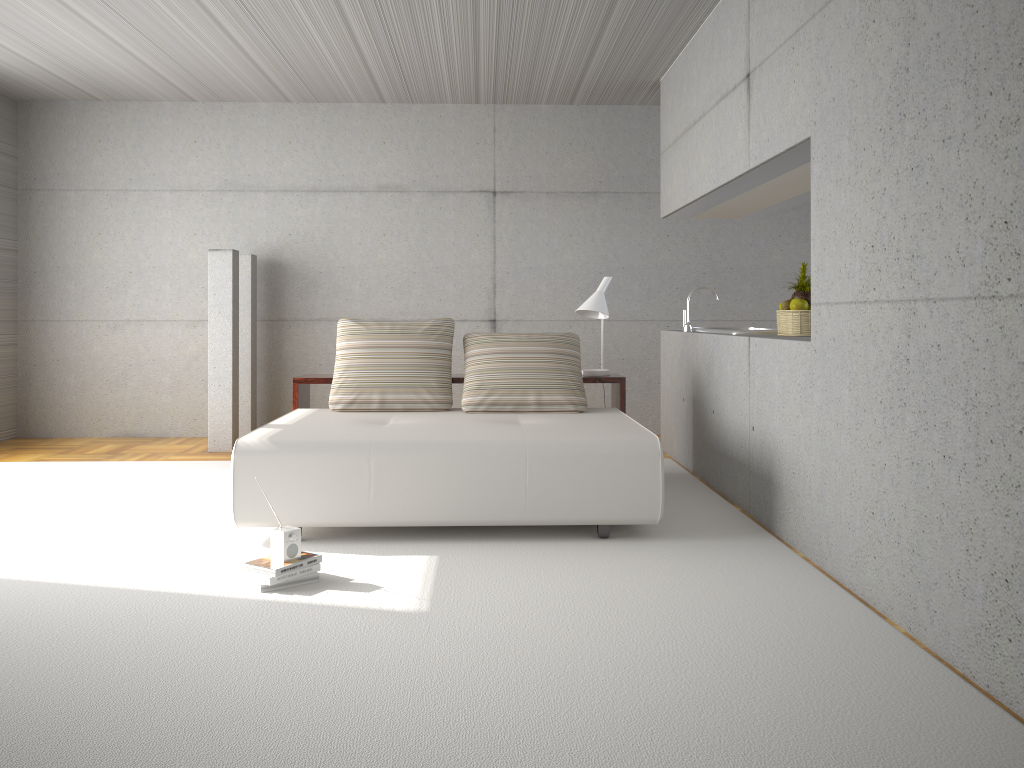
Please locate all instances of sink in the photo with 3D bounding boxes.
[{"bbox_3d":[1.717,-0.467,6.597,0.766,0.539,1.707,0,4,-2],"label":"sink"}]

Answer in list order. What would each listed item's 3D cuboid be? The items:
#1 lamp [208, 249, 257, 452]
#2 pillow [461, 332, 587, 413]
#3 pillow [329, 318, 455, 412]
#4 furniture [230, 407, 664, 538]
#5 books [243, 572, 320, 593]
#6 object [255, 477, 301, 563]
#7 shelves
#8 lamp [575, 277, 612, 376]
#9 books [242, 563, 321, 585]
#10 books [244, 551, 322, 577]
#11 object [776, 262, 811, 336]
[{"bbox_3d":[-2.438,-0.308,7.747,0.200,1.691,0.798,0,1,-2],"label":"lamp"},{"bbox_3d":[0.071,-0.080,5.832,0.807,0.517,0.579,0,2,-1],"label":"pillow"},{"bbox_3d":[-0.785,-0.132,5.856,0.801,0.610,0.491,0,2,-2],"label":"pillow"},{"bbox_3d":[-0.339,0.473,5.176,2.168,0.522,1.616,0,4,-2],"label":"furniture"},{"bbox_3d":[-0.980,0.825,3.762,0.265,0.032,0.189,-3,5,-37],"label":"books"},{"bbox_3d":[-0.991,0.565,3.723,0.090,0.366,0.185,0,1,39],"label":"object"},{"bbox_3d":[-0.357,0.299,6.171,2.250,0.716,0.400,0,1,-2],"label":"shelves"},{"bbox_3d":[0.605,-0.412,6.235,0.323,0.700,0.244,0,0,-21],"label":"lamp"},{"bbox_3d":[-0.980,0.793,3.762,0.189,0.032,0.265,3,5,37],"label":"books"},{"bbox_3d":[-0.973,0.760,3.764,0.189,0.032,0.265,3,5,32],"label":"books"},{"bbox_3d":[1.746,-0.508,5.275,0.369,0.442,0.334,0,2,-16],"label":"object"}]
